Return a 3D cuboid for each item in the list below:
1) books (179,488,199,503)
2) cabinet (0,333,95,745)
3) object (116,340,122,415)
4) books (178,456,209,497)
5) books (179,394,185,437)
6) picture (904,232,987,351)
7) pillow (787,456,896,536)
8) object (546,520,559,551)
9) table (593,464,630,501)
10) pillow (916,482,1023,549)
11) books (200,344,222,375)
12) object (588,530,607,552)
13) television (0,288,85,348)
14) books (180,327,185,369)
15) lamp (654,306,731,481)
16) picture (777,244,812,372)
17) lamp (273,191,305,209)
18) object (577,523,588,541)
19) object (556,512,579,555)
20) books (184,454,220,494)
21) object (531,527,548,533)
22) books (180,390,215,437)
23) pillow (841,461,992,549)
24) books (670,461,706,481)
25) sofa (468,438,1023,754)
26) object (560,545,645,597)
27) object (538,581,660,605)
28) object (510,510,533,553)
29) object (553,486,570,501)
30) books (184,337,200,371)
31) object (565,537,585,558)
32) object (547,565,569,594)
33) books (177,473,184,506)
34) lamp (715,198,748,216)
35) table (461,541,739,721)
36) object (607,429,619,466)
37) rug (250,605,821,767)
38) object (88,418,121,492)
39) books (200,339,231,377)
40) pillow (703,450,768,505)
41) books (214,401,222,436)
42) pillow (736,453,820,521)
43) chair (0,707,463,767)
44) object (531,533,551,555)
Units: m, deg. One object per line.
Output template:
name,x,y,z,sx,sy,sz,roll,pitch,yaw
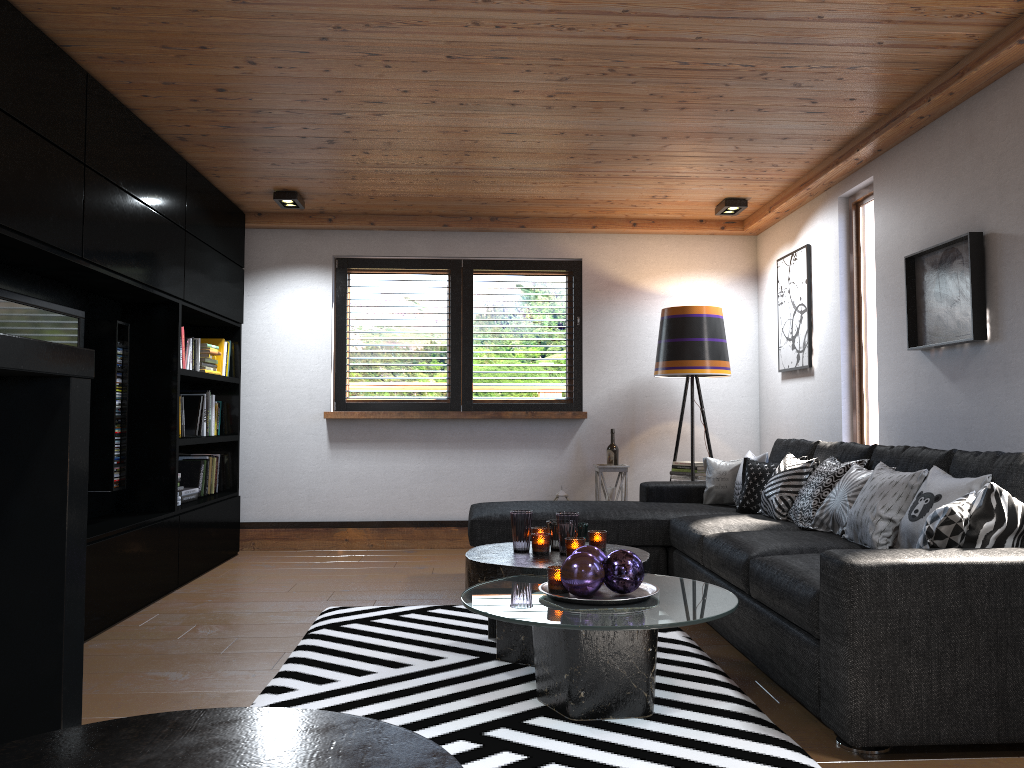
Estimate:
books,-2.067,0.681,5.411,0.209,0.073,0.266,0,-2,0
cabinet,-0.642,0.434,0.131,0.430,1.010,1.622,0,-2,-3
object,-2.054,-0.034,4.462,0.125,0.380,0.125,0,-3,-3
books,-2.093,0.603,5.771,0.207,0.256,0.244,0,-3,-4
books,-2.054,0.182,5.221,0.210,0.270,0.236,0,-3,-3
picture,1.916,-0.395,3.944,0.066,0.451,0.557,0,-3,-2
pillow,1.465,0.515,3.997,0.275,0.356,0.726,0,-2,-3
object,0.199,0.631,3.689,0.114,0.122,0.112,1,-3,-27
table,0.698,0.874,6.231,0.227,0.609,0.224,0,-3,-3
pillow,1.466,0.475,2.821,0.542,0.346,0.296,2,-4,-42
books,-2.056,-0.155,5.782,0.260,0.197,0.295,0,-3,0
object,0.353,0.650,3.664,0.079,0.081,0.079,-1,-3,12
television,-2.034,0.034,3.577,0.051,0.814,1.250,0,-3,-2
books,-1.996,-0.218,5.029,0.208,0.270,0.240,0,-3,-3
lamp,1.740,0.344,6.288,1.644,1.700,0.518,1,-3,-25
picture,1.857,-0.481,5.850,0.020,0.782,0.561,0,-3,-2
lamp,-1.452,-1.205,5.781,0.155,0.068,0.260,0,-2,-3
object,0.280,0.647,3.787,0.091,0.099,0.093,-2,-3,34
object,0.225,0.604,3.575,0.095,0.167,0.093,2,-3,-32
books,-2.102,0.609,5.979,0.213,0.261,0.251,0,-3,-3
object,0.122,0.654,3.781,0.079,0.081,0.079,-1,-3,12
books,-2.059,0.187,5.658,0.222,0.296,0.344,0,-3,-3
pillow,1.506,0.474,3.352,0.285,0.329,0.723,1,-2,-13
books,1.230,0.611,6.033,0.221,0.159,0.253,2,-3,-36
sofa,0.843,0.678,3.958,2.091,0.819,3.083,0,-2,-3
object,0.272,0.612,2.916,0.286,0.143,0.262,1,-3,-20
object,0.284,0.677,2.900,0.392,0.022,0.397,-1,-2,16
object,0.039,0.606,3.646,0.095,0.167,0.093,2,-3,-32
object,0.352,0.949,6.256,0.253,0.462,0.250,0,-3,-3
books,-2.076,-0.180,5.495,0.182,0.233,0.284,0,-3,0
object,0.245,0.641,3.445,0.079,0.081,0.079,-1,-3,12
object,0.154,0.645,2.921,0.079,0.081,0.079,-1,-3,12
books,-2.044,0.610,5.059,0.258,0.188,0.302,0,-2,4
lamp,1.476,-1.198,5.976,0.155,0.068,0.260,0,-2,-3
table,0.272,0.857,3.203,0.897,0.372,1.521,0,-2,-2
object,0.710,0.459,6.250,0.088,0.286,0.086,3,-4,-40
rug,-0.031,1.042,2.995,1.664,0.020,2.894,0,-2,-3
object,-2.054,0.345,4.442,0.125,0.379,0.125,0,-3,-3
books,-2.043,-0.174,6.045,0.213,0.261,0.210,0,-3,-3
pillow,1.308,0.557,5.122,0.219,0.347,0.562,1,-3,-23
books,-2.086,0.231,5.979,0.189,0.238,0.289,0,-3,-4
pillow,1.404,0.542,4.625,0.312,0.364,0.665,0,-2,-8
chair,-0.203,0.604,0.488,0.393,0.721,0.392,0,-3,-3
object,0.117,0.646,3.577,0.079,0.081,0.079,-1,-3,12
